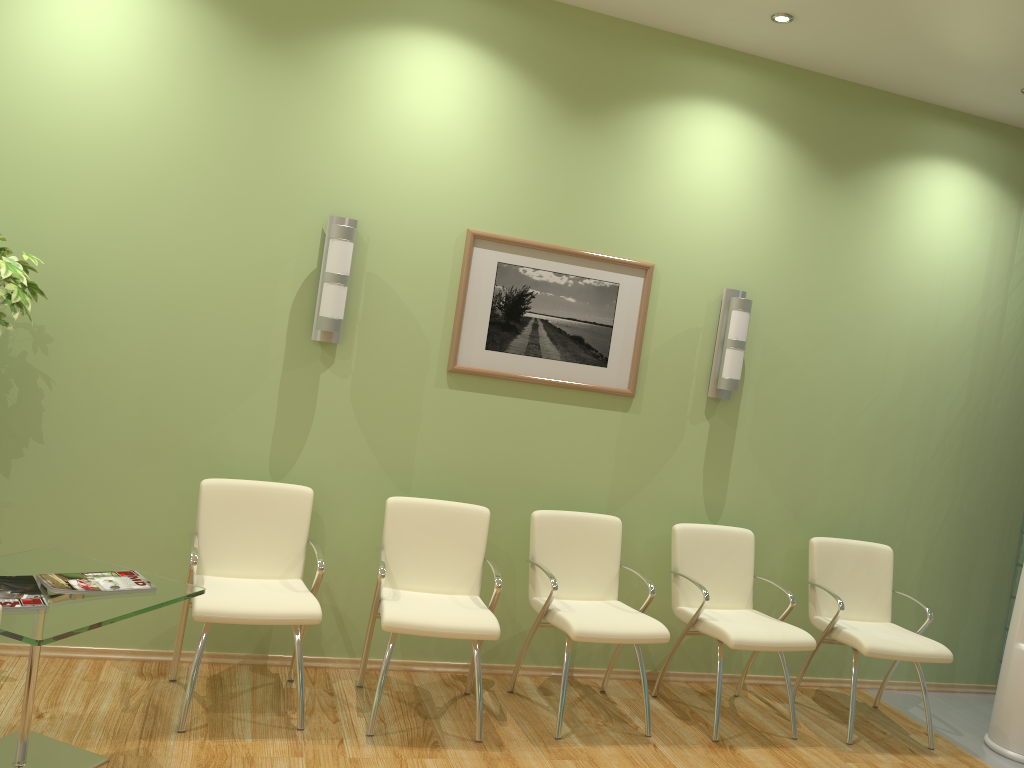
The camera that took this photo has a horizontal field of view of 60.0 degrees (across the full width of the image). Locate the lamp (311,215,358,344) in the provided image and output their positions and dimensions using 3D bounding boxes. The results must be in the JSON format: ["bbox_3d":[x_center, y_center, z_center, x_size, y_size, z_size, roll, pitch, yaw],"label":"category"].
[{"bbox_3d":[-0.808,-0.479,4.061,0.134,0.580,0.142,8,2,-17],"label":"lamp"}]

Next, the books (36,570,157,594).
[{"bbox_3d":[-1.421,0.674,3.039,0.328,0.031,0.230,7,2,-41],"label":"books"}]

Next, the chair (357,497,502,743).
[{"bbox_3d":[-0.348,0.998,3.892,0.536,0.881,0.650,8,2,-12],"label":"chair"}]

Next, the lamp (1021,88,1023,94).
[{"bbox_3d":[2.687,-1.512,4.580,0.105,0.011,0.105,7,2,-36],"label":"lamp"}]

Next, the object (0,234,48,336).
[{"bbox_3d":[-2.186,0.234,3.164,0.668,1.900,0.943,8,2,-9],"label":"object"}]

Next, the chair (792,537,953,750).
[{"bbox_3d":[1.836,1.300,4.550,0.536,0.881,0.650,8,2,-12],"label":"chair"}]

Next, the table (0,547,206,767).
[{"bbox_3d":[-1.597,0.976,2.956,0.736,0.614,0.736,9,2,18],"label":"table"}]

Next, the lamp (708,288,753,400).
[{"bbox_3d":[1.154,-0.208,4.655,0.134,0.580,0.142,8,2,-17],"label":"lamp"}]

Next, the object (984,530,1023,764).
[{"bbox_3d":[2.677,1.111,4.437,0.353,1.506,0.353,8,2,-10],"label":"object"}]

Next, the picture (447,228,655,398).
[{"bbox_3d":[0.211,-0.340,4.430,1.000,0.700,0.025,8,2,-17],"label":"picture"}]

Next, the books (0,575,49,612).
[{"bbox_3d":[-1.615,0.652,2.800,0.230,0.031,0.328,7,2,-36],"label":"books"}]

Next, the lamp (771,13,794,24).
[{"bbox_3d":[1.264,-1.708,4.149,0.105,0.011,0.105,7,2,-36],"label":"lamp"}]
